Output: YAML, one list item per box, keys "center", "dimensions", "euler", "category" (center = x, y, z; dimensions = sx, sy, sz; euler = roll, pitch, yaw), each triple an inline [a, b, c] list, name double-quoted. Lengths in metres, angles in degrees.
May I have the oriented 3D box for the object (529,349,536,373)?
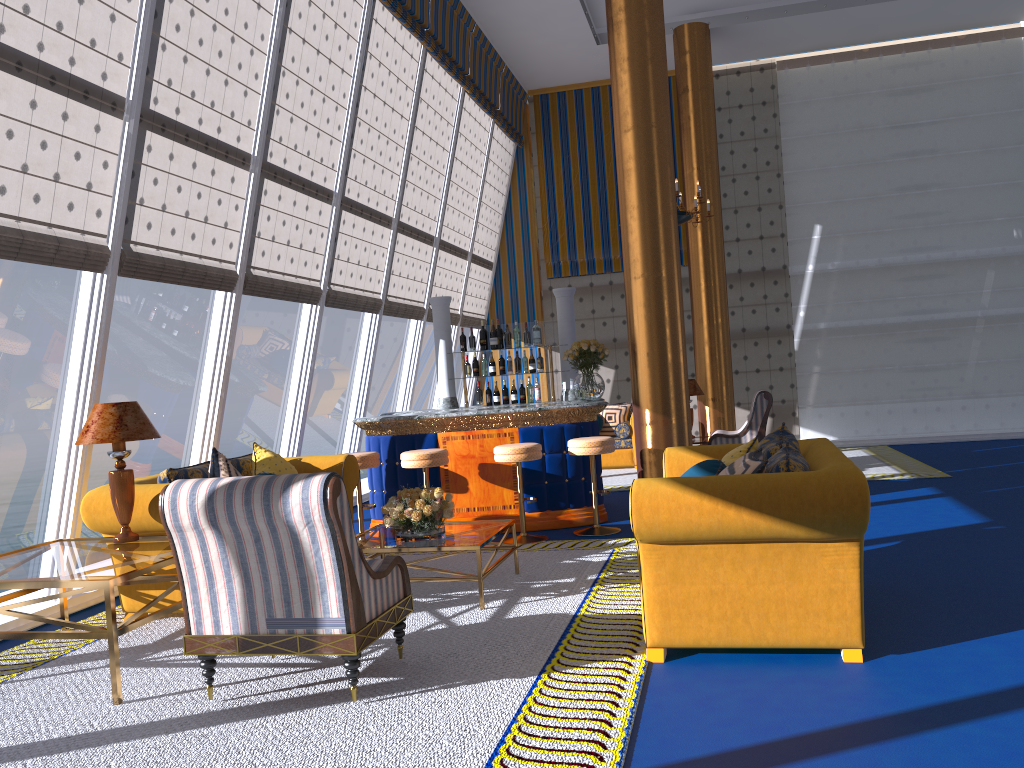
- center: [0.199, -0.231, 8.828]
  dimensions: [0.069, 0.244, 0.068]
  euler: [-4, 1, -6]
  category: "object"

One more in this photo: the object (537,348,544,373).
- center: [0.279, -0.236, 8.814]
  dimensions: [0.071, 0.244, 0.072]
  euler: [-3, 1, 34]
  category: "object"

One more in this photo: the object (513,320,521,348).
- center: [0.049, -0.496, 8.806]
  dimensions: [0.068, 0.271, 0.070]
  euler: [-4, 1, 24]
  category: "object"

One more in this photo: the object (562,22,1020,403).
- center: [1.155, -7.005, 5.841]
  dimensions: [62.865, 33.608, 63.672]
  euler: [-4, 0, 19]
  category: "object"

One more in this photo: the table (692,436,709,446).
- center: [2.529, 0.893, 11.464]
  dimensions: [0.970, 0.369, 0.910]
  euler: [-4, 0, 13]
  category: "table"

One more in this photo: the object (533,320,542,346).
- center: [0.249, -0.508, 8.842]
  dimensions: [0.092, 0.259, 0.091]
  euler: [-4, 1, -4]
  category: "object"

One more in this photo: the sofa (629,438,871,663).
- center: [1.235, 0.781, 4.606]
  dimensions: [1.006, 0.854, 1.856]
  euler: [-4, 0, 15]
  category: "sofa"

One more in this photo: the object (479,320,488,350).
- center: [-0.285, -0.487, 8.859]
  dimensions: [0.081, 0.303, 0.082]
  euler: [-4, 1, 19]
  category: "object"

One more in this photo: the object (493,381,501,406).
- center: [-0.154, 0.092, 8.865]
  dimensions: [0.069, 0.244, 0.068]
  euler: [-4, 1, -6]
  category: "object"

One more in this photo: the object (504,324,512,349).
- center: [-0.043, -0.475, 8.833]
  dimensions: [0.077, 0.248, 0.076]
  euler: [-4, 1, -23]
  category: "object"

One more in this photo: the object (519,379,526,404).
- center: [0.104, 0.074, 8.861]
  dimensions: [0.065, 0.244, 0.065]
  euler: [-4, 1, -6]
  category: "object"

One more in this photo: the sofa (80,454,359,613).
- center: [-1.831, 0.977, 5.990]
  dimensions: [0.997, 0.854, 1.854]
  euler: [-4, 0, 13]
  category: "sofa"

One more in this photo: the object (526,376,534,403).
- center: [0.179, 0.058, 8.877]
  dimensions: [0.069, 0.269, 0.068]
  euler: [-4, 1, -26]
  category: "object"

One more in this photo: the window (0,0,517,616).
- center: [-2.113, -1.513, 7.039]
  dimensions: [1.611, 5.856, 15.531]
  euler: [-4, 0, 13]
  category: "window"

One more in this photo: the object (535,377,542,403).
- center: [0.257, 0.057, 8.870]
  dimensions: [0.061, 0.258, 0.061]
  euler: [-4, 1, 13]
  category: "object"

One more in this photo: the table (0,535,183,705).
- center: [-2.212, 1.164, 4.582]
  dimensions: [1.232, 0.550, 1.156]
  euler: [-4, 0, 13]
  category: "table"

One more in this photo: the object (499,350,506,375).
- center: [-0.100, -0.213, 8.835]
  dimensions: [0.065, 0.244, 0.065]
  euler: [-4, 1, -6]
  category: "object"

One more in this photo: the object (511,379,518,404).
- center: [0.020, 0.077, 8.858]
  dimensions: [0.069, 0.244, 0.068]
  euler: [-4, 1, -6]
  category: "object"

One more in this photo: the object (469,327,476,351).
- center: [-0.402, -0.454, 8.944]
  dimensions: [0.073, 0.246, 0.072]
  euler: [-4, 1, -28]
  category: "object"

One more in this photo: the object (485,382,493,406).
- center: [-0.232, 0.098, 8.880]
  dimensions: [0.065, 0.244, 0.066]
  euler: [-4, 1, 17]
  category: "object"

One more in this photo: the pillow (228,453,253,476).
- center: [-1.896, 0.768, 6.305]
  dimensions: [0.245, 0.546, 0.613]
  euler: [-4, 1, 11]
  category: "pillow"

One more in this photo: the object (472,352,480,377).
- center: [-0.363, -0.194, 8.860]
  dimensions: [0.065, 0.244, 0.065]
  euler: [-4, 1, -6]
  category: "object"

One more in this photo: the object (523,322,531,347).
- center: [0.146, -0.492, 8.824]
  dimensions: [0.073, 0.246, 0.072]
  euler: [-4, 1, -28]
  category: "object"

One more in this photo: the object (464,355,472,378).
- center: [-0.442, -0.178, 8.851]
  dimensions: [0.066, 0.225, 0.065]
  euler: [-4, 1, -18]
  category: "object"

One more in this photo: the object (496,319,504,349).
- center: [-0.129, -0.499, 8.850]
  dimensions: [0.080, 0.303, 0.082]
  euler: [-4, 1, 30]
  category: "object"

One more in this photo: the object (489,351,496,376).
- center: [-0.197, -0.202, 8.840]
  dimensions: [0.069, 0.244, 0.068]
  euler: [-4, 1, -6]
  category: "object"

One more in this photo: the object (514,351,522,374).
- center: [0.056, -0.216, 8.837]
  dimensions: [0.071, 0.232, 0.071]
  euler: [-4, 1, -8]
  category: "object"

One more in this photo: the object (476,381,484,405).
- center: [-0.327, 0.087, 8.864]
  dimensions: [0.071, 0.242, 0.071]
  euler: [-4, 1, -5]
  category: "object"

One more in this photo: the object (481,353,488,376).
- center: [-0.274, -0.193, 8.855]
  dimensions: [0.059, 0.230, 0.058]
  euler: [-5, 1, -28]
  category: "object"

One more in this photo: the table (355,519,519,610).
- center: [-0.541, 1.134, 5.625]
  dimensions: [0.970, 0.369, 0.910]
  euler: [-4, 0, 13]
  category: "table"

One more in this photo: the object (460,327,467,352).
- center: [-0.492, -0.447, 8.920]
  dimensions: [0.065, 0.244, 0.066]
  euler: [-4, 1, 17]
  category: "object"

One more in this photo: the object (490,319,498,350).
- center: [-0.182, -0.494, 8.836]
  dimensions: [0.085, 0.303, 0.085]
  euler: [-4, 1, 7]
  category: "object"

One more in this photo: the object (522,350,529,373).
- center: [0.131, -0.222, 8.843]
  dimensions: [0.059, 0.230, 0.058]
  euler: [-5, 1, -28]
  category: "object"

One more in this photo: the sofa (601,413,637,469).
- center: [1.133, 0.754, 12.425]
  dimensions: [1.838, 0.854, 1.016]
  euler: [-4, 1, 14]
  category: "sofa"

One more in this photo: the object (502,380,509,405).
- center: [-0.067, 0.083, 8.849]
  dimensions: [0.065, 0.244, 0.065]
  euler: [-4, 1, -6]
  category: "object"

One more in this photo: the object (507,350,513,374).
- center: [-0.023, -0.215, 8.822]
  dimensions: [0.057, 0.239, 0.056]
  euler: [-4, 1, -13]
  category: "object"

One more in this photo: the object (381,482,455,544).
- center: [-0.582, 0.801, 5.519]
  dimensions: [0.455, 0.388, 0.502]
  euler: [-4, 1, -6]
  category: "object"
